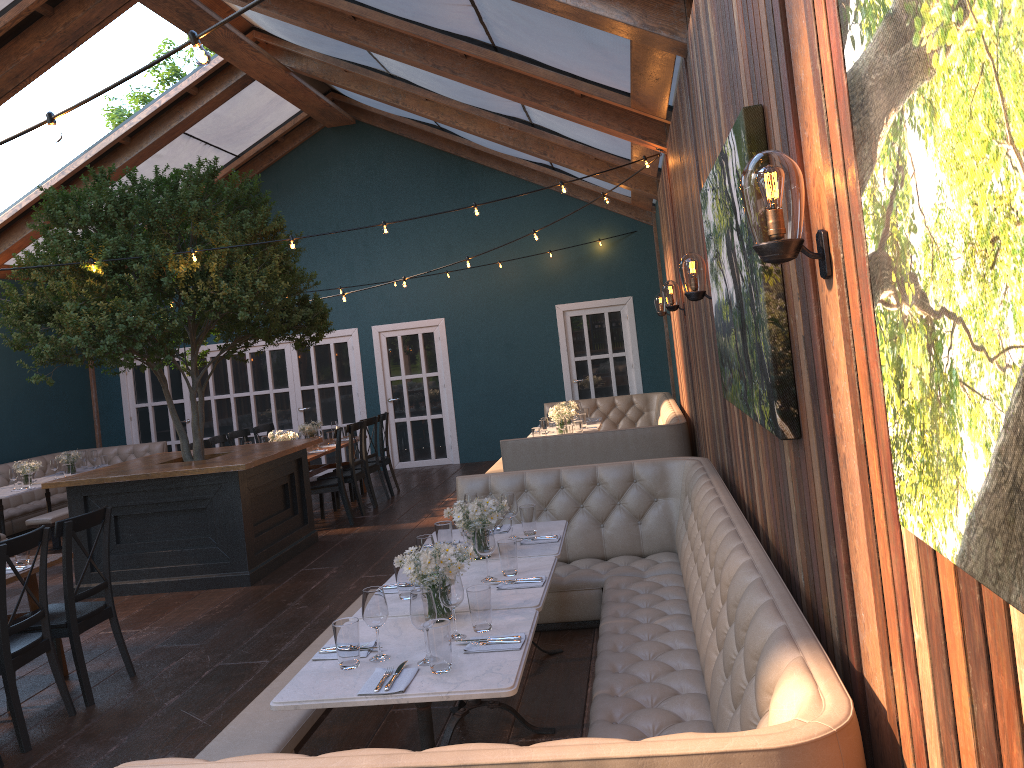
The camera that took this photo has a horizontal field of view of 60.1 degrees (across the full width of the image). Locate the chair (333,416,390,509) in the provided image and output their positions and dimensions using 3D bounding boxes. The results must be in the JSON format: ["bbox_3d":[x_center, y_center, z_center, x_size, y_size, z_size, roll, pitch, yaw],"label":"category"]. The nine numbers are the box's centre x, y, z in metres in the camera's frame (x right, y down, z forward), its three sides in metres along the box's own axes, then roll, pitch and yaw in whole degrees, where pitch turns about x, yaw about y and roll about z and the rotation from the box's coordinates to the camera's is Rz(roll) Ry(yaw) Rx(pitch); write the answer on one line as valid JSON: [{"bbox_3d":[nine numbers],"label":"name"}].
[{"bbox_3d":[-1.838,0.928,10.602,0.538,1.021,0.478,-6,-1,13],"label":"chair"}]

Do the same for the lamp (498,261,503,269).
[{"bbox_3d":[-0.167,-1.721,12.738,0.056,0.119,0.061,-6,0,9],"label":"lamp"}]

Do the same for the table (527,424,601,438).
[{"bbox_3d":[0.626,0.863,9.953,0.798,0.673,0.800,-6,1,8],"label":"table"}]

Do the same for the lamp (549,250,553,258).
[{"bbox_3d":[0.560,-1.889,12.837,0.056,0.121,0.056,-7,-1,29],"label":"lamp"}]

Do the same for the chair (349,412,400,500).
[{"bbox_3d":[-1.763,0.894,11.156,0.539,1.021,0.477,-6,-1,3],"label":"chair"}]

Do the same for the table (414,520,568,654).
[{"bbox_3d":[-0.079,1.181,4.754,0.798,0.673,0.799,-6,1,7],"label":"table"}]

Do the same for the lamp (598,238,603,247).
[{"bbox_3d":[1.293,-2.071,12.940,0.056,0.121,0.056,-6,-1,-10],"label":"lamp"}]

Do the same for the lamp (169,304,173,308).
[{"bbox_3d":[-4.629,-1.087,12.014,0.056,0.120,0.056,-6,-1,10],"label":"lamp"}]

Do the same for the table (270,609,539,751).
[{"bbox_3d":[-0.298,1.280,3.137,0.798,0.673,0.799,-6,1,7],"label":"table"}]

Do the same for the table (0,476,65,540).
[{"bbox_3d":[-5.650,1.513,10.800,0.798,0.673,0.800,-6,1,8],"label":"table"}]

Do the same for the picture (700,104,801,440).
[{"bbox_3d":[0.873,-0.380,3.427,0.065,0.998,1.652,-6,2,8],"label":"picture"}]

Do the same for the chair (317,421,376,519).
[{"bbox_3d":[-1.914,0.962,10.046,0.539,1.021,0.477,-6,-1,8],"label":"chair"}]

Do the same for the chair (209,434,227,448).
[{"bbox_3d":[-3.178,1.093,10.217,0.539,1.021,0.477,-6,-1,3],"label":"chair"}]

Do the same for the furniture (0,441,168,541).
[{"bbox_3d":[-6.044,1.459,10.843,1.707,0.859,4.164,-6,2,8],"label":"furniture"}]

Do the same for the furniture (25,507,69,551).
[{"bbox_3d":[-4.955,1.577,10.716,0.312,0.399,2.332,-6,3,8],"label":"furniture"}]

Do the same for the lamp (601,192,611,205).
[{"bbox_3d":[0.836,-1.652,7.868,0.073,0.115,0.056,-6,0,14],"label":"lamp"}]

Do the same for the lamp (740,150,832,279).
[{"bbox_3d":[0.638,-0.396,2.091,0.178,0.320,0.146,-6,-1,8],"label":"lamp"}]

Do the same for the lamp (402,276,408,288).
[{"bbox_3d":[-1.081,-1.023,8.894,0.056,0.121,0.056,-6,-1,-16],"label":"lamp"}]

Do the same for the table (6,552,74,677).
[{"bbox_3d":[-3.303,1.526,4.323,0.949,0.730,2.434,-6,2,8],"label":"table"}]

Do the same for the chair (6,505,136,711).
[{"bbox_3d":[-2.584,1.265,5.099,0.539,1.021,0.477,-6,-1,8],"label":"chair"}]

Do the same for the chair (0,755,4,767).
[{"bbox_3d":[-2.735,1.333,3.989,0.539,1.021,0.477,-6,-1,8],"label":"chair"}]

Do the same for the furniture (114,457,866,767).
[{"bbox_3d":[0.234,1.092,3.888,1.707,0.859,4.164,-6,2,8],"label":"furniture"}]

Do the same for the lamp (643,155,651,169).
[{"bbox_3d":[1.153,-1.895,7.555,0.056,0.120,0.056,-7,-1,37],"label":"lamp"}]

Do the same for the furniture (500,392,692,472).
[{"bbox_3d":[1.045,0.726,9.873,1.707,0.859,4.164,-6,2,8],"label":"furniture"}]

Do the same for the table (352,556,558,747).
[{"bbox_3d":[-0.188,1.231,3.946,0.798,0.673,0.800,-6,1,8],"label":"table"}]

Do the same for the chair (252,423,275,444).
[{"bbox_3d":[-2.964,1.019,11.318,0.538,1.021,0.478,-6,-1,13],"label":"chair"}]

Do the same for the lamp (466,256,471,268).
[{"bbox_3d":[-0.424,-1.176,8.540,0.056,0.121,0.056,-6,-1,-15],"label":"lamp"}]

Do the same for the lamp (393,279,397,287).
[{"bbox_3d":[-1.655,-1.432,12.526,0.059,0.119,0.056,-7,-1,32],"label":"lamp"}]

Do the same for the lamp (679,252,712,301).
[{"bbox_3d":[1.010,-0.564,4.835,0.178,0.320,0.146,-6,-1,8],"label":"lamp"}]

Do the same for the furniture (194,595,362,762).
[{"bbox_3d":[-0.835,1.435,4.032,0.312,0.399,2.332,-6,3,8],"label":"furniture"}]

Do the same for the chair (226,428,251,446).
[{"bbox_3d":[-3.118,1.061,10.774,0.538,1.021,0.478,-6,-1,13],"label":"chair"}]

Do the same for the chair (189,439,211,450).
[{"bbox_3d":[-3.206,1.122,9.655,0.539,1.021,0.477,-6,-1,8],"label":"chair"}]

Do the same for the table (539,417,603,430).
[{"bbox_3d":[0.736,0.813,10.762,0.798,0.673,0.799,-6,1,7],"label":"table"}]

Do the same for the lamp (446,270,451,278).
[{"bbox_3d":[-0.911,-1.568,12.646,0.056,0.119,0.059,-6,-1,-41],"label":"lamp"}]

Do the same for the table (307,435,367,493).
[{"bbox_3d":[-2.481,1.155,10.393,0.949,0.730,2.434,-6,2,8],"label":"table"}]

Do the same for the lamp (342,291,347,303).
[{"bbox_3d":[-1.751,-0.908,9.223,0.056,0.121,0.056,-6,-1,16],"label":"lamp"}]

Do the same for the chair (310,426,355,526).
[{"bbox_3d":[-2.011,0.999,9.477,0.540,1.021,0.476,-6,-1,-9],"label":"chair"}]

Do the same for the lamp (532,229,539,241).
[{"bbox_3d":[0.221,-1.380,8.196,0.056,0.118,0.066,-6,0,-16],"label":"lamp"}]

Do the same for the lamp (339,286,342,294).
[{"bbox_3d":[-2.404,-1.314,12.418,0.056,0.121,0.056,-6,-1,-31],"label":"lamp"}]

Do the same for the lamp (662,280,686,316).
[{"bbox_3d":[1.379,-0.731,7.556,0.178,0.320,0.146,-6,-1,8],"label":"lamp"}]

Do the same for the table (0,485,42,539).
[{"bbox_3d":[-5.759,1.562,9.991,0.798,0.673,0.799,-6,1,7],"label":"table"}]

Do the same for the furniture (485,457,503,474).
[{"bbox_3d":[-0.019,1.066,10.050,0.312,0.399,2.332,-6,3,8],"label":"furniture"}]

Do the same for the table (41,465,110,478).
[{"bbox_3d":[-5.540,1.463,11.608,0.798,0.673,0.799,-6,1,7],"label":"table"}]

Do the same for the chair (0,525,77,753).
[{"bbox_3d":[-2.660,1.299,4.544,0.539,1.021,0.477,-6,-1,3],"label":"chair"}]

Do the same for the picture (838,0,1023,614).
[{"bbox_3d":[0.505,-0.212,0.660,0.065,0.998,1.652,-6,2,8],"label":"picture"}]

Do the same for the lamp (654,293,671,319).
[{"bbox_3d":[1.748,-0.897,10.280,0.178,0.320,0.146,-6,-1,8],"label":"lamp"}]
